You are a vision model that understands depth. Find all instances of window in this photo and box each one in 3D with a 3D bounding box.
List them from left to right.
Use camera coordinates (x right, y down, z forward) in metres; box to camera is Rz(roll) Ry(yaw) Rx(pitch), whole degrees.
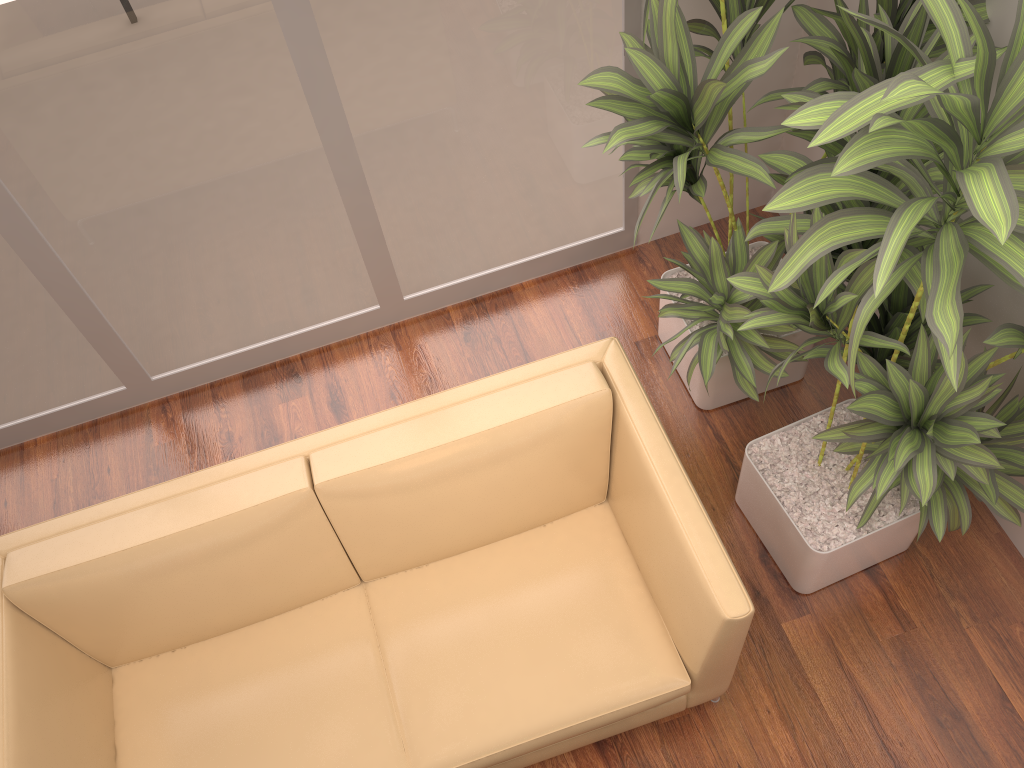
[{"bbox_3d":[-3.531,-0.274,1.956,8.540,3.422,0.059,-18,55,-4],"label":"window"}]

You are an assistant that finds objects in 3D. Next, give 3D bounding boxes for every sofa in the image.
[{"bbox_3d":[-0.383,0.681,2.448,1.797,0.874,0.844,-18,56,-4],"label":"sofa"}]

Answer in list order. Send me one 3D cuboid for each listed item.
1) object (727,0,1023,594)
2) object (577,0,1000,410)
[{"bbox_3d":[0.945,-0.200,2.033,0.967,2.196,1.034,-7,55,2],"label":"object"},{"bbox_3d":[0.725,-0.702,2.384,1.081,2.196,0.925,-3,55,5],"label":"object"}]
